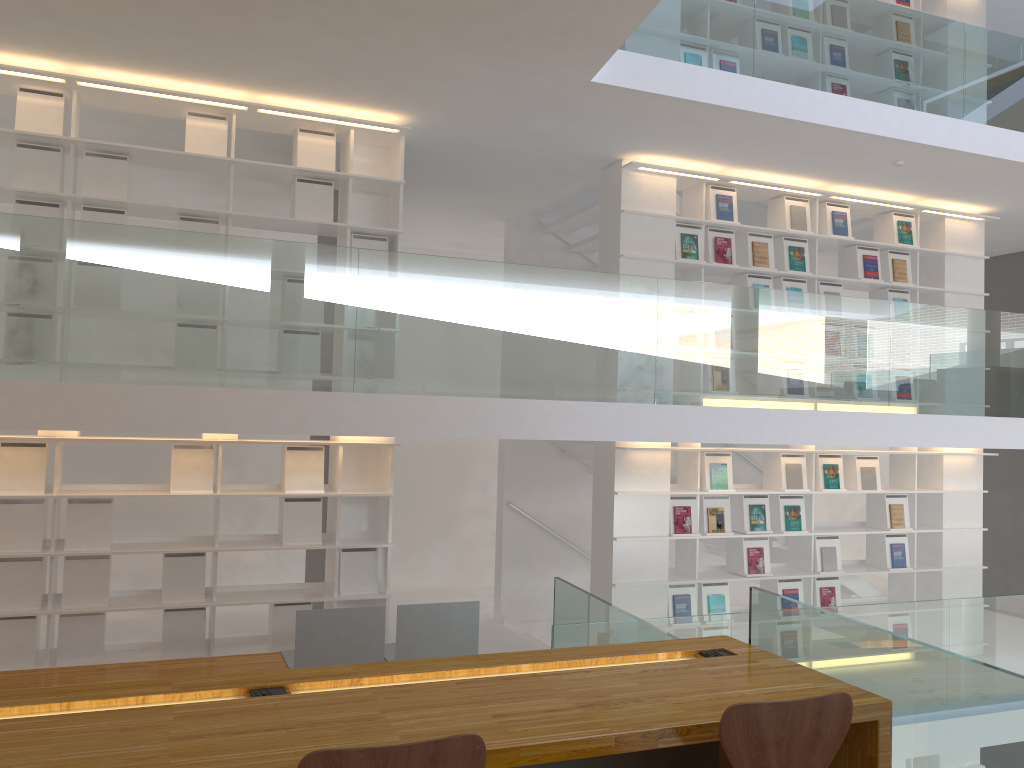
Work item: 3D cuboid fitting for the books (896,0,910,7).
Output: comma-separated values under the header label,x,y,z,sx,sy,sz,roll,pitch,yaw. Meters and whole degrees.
label,x,y,z,sx,sy,sz,roll,pitch,yaw
books,3.348,-3.304,7.598,0.145,0.210,0.037,3,-3,-22

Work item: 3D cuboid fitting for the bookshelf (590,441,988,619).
label,x,y,z,sx,sy,sz,roll,pitch,yaw
bookshelf,2.373,1.386,7.231,3.666,1.836,0.397,3,-3,-22

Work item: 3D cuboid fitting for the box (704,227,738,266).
label,x,y,z,sx,sy,sz,roll,pitch,yaw
box,1.593,-1.054,6.951,0.245,0.296,0.274,3,-3,-22

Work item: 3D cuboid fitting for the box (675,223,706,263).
label,x,y,z,sx,sy,sz,roll,pitch,yaw
box,1.316,-1.068,6.827,0.245,0.296,0.274,3,-3,-22

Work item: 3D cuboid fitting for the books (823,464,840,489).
label,x,y,z,sx,sy,sz,roll,pitch,yaw
books,2.584,0.754,7.168,0.145,0.210,0.037,3,-3,-22

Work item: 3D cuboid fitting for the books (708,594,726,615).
label,x,y,z,sx,sy,sz,roll,pitch,yaw
books,1.555,1.705,6.726,0.145,0.210,0.037,3,-3,-22

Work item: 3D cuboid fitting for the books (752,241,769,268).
label,x,y,z,sx,sy,sz,roll,pitch,yaw
books,1.954,-1.011,6.970,0.145,0.210,0.037,3,-3,-22

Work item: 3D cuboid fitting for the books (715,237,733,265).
label,x,y,z,sx,sy,sz,roll,pitch,yaw
books,1.632,-1.027,6.841,0.145,0.210,0.037,3,-3,-22

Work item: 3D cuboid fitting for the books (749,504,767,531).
label,x,y,z,sx,sy,sz,roll,pitch,yaw
books,1.910,1.043,6.893,0.145,0.210,0.037,3,-3,-22

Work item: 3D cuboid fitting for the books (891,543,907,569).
label,x,y,z,sx,sy,sz,roll,pitch,yaw
books,3.229,1.440,7.407,0.145,0.210,0.037,3,-3,-22

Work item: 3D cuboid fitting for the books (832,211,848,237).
label,x,y,z,sx,sy,sz,roll,pitch,yaw
books,2.690,-1.310,7.272,0.145,0.210,0.037,3,-3,-22

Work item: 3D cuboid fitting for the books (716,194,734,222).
label,x,y,z,sx,sy,sz,roll,pitch,yaw
books,1.644,-1.357,6.852,0.145,0.210,0.037,3,-3,-22

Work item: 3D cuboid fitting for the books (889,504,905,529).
label,x,y,z,sx,sy,sz,roll,pitch,yaw
books,3.222,1.112,7.417,0.145,0.210,0.037,3,-3,-22

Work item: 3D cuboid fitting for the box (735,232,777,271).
label,x,y,z,sx,sy,sz,roll,pitch,yaw
box,1.930,-1.039,7.073,0.245,0.296,0.274,3,-3,-22

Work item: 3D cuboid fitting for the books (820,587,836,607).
label,x,y,z,sx,sy,sz,roll,pitch,yaw
books,2.541,1.740,7.125,0.145,0.210,0.037,3,-3,-22

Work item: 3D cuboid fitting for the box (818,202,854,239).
label,x,y,z,sx,sy,sz,roll,pitch,yaw
box,2.653,-1.337,7.372,0.245,0.296,0.274,3,-3,-22

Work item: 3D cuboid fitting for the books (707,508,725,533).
label,x,y,z,sx,sy,sz,roll,pitch,yaw
books,1.557,1.050,6.759,0.145,0.210,0.037,3,-3,-22

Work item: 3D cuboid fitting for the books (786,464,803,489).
label,x,y,z,sx,sy,sz,roll,pitch,yaw
books,2.240,0.738,7.030,0.145,0.210,0.037,3,-3,-22

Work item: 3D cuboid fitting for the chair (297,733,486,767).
label,x,y,z,sx,sy,sz,roll,pitch,yaw
chair,-0.305,1.063,1.913,0.428,0.693,0.381,3,-3,-22

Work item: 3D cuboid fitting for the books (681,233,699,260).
label,x,y,z,sx,sy,sz,roll,pitch,yaw
books,1.349,-1.035,6.729,0.145,0.210,0.037,3,-3,-22

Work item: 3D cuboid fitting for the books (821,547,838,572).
label,x,y,z,sx,sy,sz,roll,pitch,yaw
books,2.553,1.419,7.136,0.145,0.210,0.037,3,-3,-22

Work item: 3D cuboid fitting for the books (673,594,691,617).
label,x,y,z,sx,sy,sz,roll,pitch,yaw
books,1.271,1.680,6.612,0.145,0.210,0.037,3,-3,-22

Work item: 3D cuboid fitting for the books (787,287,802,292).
label,x,y,z,sx,sy,sz,roll,pitch,yaw
books,2.261,-0.668,7.083,0.145,0.210,0.037,3,-3,-22

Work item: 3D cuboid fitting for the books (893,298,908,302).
label,x,y,z,sx,sy,sz,roll,pitch,yaw
books,3.289,-0.620,7.492,0.145,0.210,0.037,3,-3,-22

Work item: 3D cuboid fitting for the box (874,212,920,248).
label,x,y,z,sx,sy,sz,roll,pitch,yaw
box,3.313,-1.307,7.637,0.245,0.296,0.274,3,-3,-22

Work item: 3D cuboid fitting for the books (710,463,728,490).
label,x,y,z,sx,sy,sz,roll,pitch,yaw
books,1.581,0.709,6.766,0.145,0.210,0.037,3,-3,-22

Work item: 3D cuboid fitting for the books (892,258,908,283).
label,x,y,z,sx,sy,sz,roll,pitch,yaw
books,3.282,-0.952,7.502,0.145,0.210,0.037,3,-3,-22

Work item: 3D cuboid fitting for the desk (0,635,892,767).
label,x,y,z,sx,sy,sz,roll,pitch,yaw
desk,-0.663,1.278,2.421,3.236,0.918,1.285,3,-3,-22

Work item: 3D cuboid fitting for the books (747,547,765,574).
label,x,y,z,sx,sy,sz,roll,pitch,yaw
books,1.892,1.376,6.874,0.145,0.210,0.037,3,-3,-22

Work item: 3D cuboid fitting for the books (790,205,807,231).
label,x,y,z,sx,sy,sz,roll,pitch,yaw
books,2.301,-1.326,7.115,0.145,0.210,0.037,3,-3,-22

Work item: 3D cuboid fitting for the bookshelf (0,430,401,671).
label,x,y,z,sx,sy,sz,roll,pitch,yaw
bookshelf,-2.214,1.180,5.334,2.984,1.836,0.498,3,-3,-22

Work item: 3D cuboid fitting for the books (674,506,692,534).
label,x,y,z,sx,sy,sz,roll,pitch,yaw
books,1.278,1.022,6.638,0.145,0.210,0.037,3,-3,-22

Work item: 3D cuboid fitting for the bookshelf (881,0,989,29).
label,x,y,z,sx,sy,sz,roll,pitch,yaw
bookshelf,2.506,-2.718,7.351,3.666,1.836,0.498,3,-3,-22

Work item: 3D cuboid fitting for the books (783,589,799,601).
label,x,y,z,sx,sy,sz,roll,pitch,yaw
books,2.200,1.724,6.988,0.145,0.210,0.037,3,-3,-22

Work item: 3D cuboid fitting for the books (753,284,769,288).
label,x,y,z,sx,sy,sz,roll,pitch,yaw
books,1.961,-0.678,6.959,0.145,0.210,0.037,3,-3,-22

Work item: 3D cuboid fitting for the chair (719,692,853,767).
label,x,y,z,sx,sy,sz,roll,pitch,yaw
chair,0.596,1.103,2.274,0.428,0.693,0.381,3,-3,-22

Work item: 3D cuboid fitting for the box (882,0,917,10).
label,x,y,z,sx,sy,sz,roll,pitch,yaw
box,3.318,-3.354,7.699,0.245,0.296,0.274,3,-3,-22

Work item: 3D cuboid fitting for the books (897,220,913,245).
label,x,y,z,sx,sy,sz,roll,pitch,yaw
books,3.340,-1.280,7.532,0.145,0.210,0.037,3,-3,-22

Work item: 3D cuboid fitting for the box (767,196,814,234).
label,x,y,z,sx,sy,sz,roll,pitch,yaw
box,2.266,-1.353,7.217,0.245,0.296,0.274,3,-3,-22

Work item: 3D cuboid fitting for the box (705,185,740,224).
label,x,y,z,sx,sy,sz,roll,pitch,yaw
box,1.607,-1.383,6.953,0.245,0.296,0.274,3,-3,-22

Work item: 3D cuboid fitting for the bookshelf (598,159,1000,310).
label,x,y,z,sx,sy,sz,roll,pitch,yaw
bookshelf,2.449,-0.673,7.268,3.666,1.836,0.498,3,-3,-22

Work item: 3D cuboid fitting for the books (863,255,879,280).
label,x,y,z,sx,sy,sz,roll,pitch,yaw
books,2.989,-0.968,7.385,0.145,0.210,0.037,3,-3,-22

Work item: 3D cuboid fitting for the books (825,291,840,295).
label,x,y,z,sx,sy,sz,roll,pitch,yaw
books,2.614,-0.645,7.221,0.145,0.210,0.037,3,-3,-22

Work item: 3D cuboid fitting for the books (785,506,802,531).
label,x,y,z,sx,sy,sz,roll,pitch,yaw
books,2.225,1.068,7.014,0.145,0.210,0.037,3,-3,-22

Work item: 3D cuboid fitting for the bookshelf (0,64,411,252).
label,x,y,z,sx,sy,sz,roll,pitch,yaw
bookshelf,-2.156,-0.878,5.418,2.984,1.836,0.498,3,-3,-22

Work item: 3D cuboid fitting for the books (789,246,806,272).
label,x,y,z,sx,sy,sz,roll,pitch,yaw
books,2.285,-0.997,7.099,0.145,0.210,0.037,3,-3,-22

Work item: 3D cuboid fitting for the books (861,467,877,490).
label,x,y,z,sx,sy,sz,roll,pitch,yaw
books,2.944,0.790,7.312,0.145,0.210,0.037,3,-3,-22
